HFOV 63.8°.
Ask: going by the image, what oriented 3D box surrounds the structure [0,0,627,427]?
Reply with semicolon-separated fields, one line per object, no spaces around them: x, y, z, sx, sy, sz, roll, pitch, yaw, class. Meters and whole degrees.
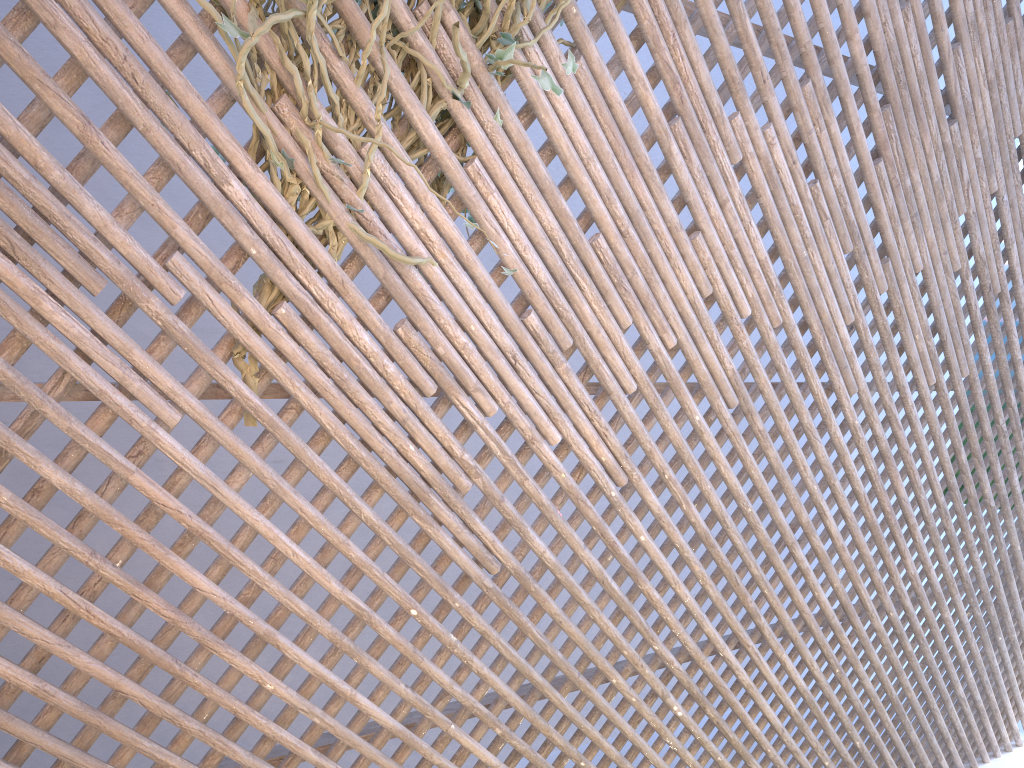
0.081;-1.327;1.426;2.294;2.988;0.679;-8;21;-33;structure
